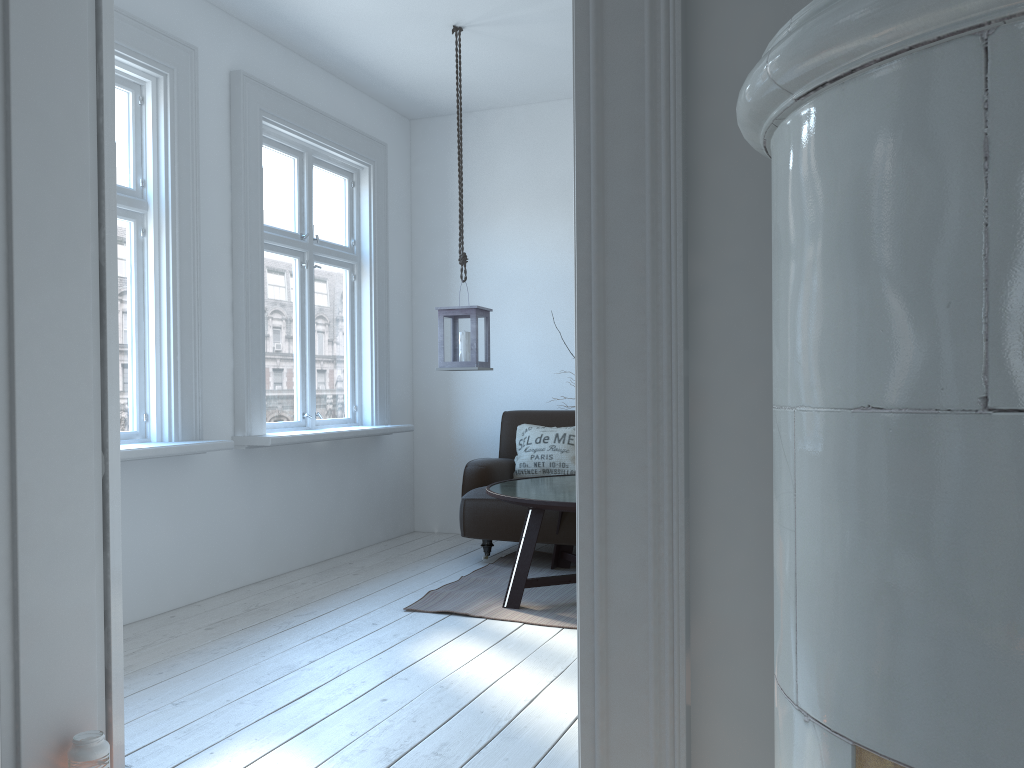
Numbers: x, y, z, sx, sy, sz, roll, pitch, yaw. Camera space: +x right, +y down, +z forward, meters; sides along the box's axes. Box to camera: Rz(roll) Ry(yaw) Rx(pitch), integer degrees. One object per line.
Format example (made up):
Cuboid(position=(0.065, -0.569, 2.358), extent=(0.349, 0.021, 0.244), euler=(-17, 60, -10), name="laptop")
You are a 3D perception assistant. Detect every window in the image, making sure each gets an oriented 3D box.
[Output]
Cuboid(position=(-6.099, -2.171, 29.400), extent=(27.755, 15.023, 51.279), euler=(-1, 0, 22), name="window")
Cuboid(position=(-1.704, -0.607, 3.383), extent=(0.375, 1.846, 1.456), euler=(0, 0, 22), name="window")

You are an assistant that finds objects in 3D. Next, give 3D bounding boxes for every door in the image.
Cuboid(position=(-0.458, -0.267, 1.801), extent=(2.599, 2.506, 0.577), euler=(0, 1, 22), name="door")

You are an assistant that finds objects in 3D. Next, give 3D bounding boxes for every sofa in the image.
Cuboid(position=(0.824, 0.567, 4.940), extent=(2.165, 0.825, 0.968), euler=(-1, 0, 22), name="sofa")

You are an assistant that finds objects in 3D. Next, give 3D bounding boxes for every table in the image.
Cuboid(position=(0.528, 0.737, 4.211), extent=(1.300, 0.503, 1.299), euler=(-1, 0, 12), name="table")

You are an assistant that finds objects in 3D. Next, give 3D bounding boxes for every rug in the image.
Cuboid(position=(0.541, 0.962, 4.238), extent=(1.710, 0.055, 1.456), euler=(-1, 0, 22), name="rug")

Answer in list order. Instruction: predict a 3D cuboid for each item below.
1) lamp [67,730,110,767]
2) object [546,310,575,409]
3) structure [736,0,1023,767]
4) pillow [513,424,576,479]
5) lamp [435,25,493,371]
Cuboid(position=(-0.979, 0.896, 2.052), extent=(0.089, 0.166, 0.089), euler=(0, 1, 21), name="lamp")
Cuboid(position=(0.599, -0.045, 4.103), extent=(0.845, 1.066, 0.525), euler=(-1, 0, -8), name="object")
Cuboid(position=(0.439, -0.360, 0.859), extent=(1.247, 2.828, 0.800), euler=(-1, 1, -23), name="structure")
Cuboid(position=(0.243, 0.407, 5.285), extent=(0.519, 0.367, 0.239), euler=(-1, 0, 21), name="pillow")
Cuboid(position=(-0.249, -0.951, 4.527), extent=(0.228, 1.762, 0.228), euler=(0, 1, 18), name="lamp")
